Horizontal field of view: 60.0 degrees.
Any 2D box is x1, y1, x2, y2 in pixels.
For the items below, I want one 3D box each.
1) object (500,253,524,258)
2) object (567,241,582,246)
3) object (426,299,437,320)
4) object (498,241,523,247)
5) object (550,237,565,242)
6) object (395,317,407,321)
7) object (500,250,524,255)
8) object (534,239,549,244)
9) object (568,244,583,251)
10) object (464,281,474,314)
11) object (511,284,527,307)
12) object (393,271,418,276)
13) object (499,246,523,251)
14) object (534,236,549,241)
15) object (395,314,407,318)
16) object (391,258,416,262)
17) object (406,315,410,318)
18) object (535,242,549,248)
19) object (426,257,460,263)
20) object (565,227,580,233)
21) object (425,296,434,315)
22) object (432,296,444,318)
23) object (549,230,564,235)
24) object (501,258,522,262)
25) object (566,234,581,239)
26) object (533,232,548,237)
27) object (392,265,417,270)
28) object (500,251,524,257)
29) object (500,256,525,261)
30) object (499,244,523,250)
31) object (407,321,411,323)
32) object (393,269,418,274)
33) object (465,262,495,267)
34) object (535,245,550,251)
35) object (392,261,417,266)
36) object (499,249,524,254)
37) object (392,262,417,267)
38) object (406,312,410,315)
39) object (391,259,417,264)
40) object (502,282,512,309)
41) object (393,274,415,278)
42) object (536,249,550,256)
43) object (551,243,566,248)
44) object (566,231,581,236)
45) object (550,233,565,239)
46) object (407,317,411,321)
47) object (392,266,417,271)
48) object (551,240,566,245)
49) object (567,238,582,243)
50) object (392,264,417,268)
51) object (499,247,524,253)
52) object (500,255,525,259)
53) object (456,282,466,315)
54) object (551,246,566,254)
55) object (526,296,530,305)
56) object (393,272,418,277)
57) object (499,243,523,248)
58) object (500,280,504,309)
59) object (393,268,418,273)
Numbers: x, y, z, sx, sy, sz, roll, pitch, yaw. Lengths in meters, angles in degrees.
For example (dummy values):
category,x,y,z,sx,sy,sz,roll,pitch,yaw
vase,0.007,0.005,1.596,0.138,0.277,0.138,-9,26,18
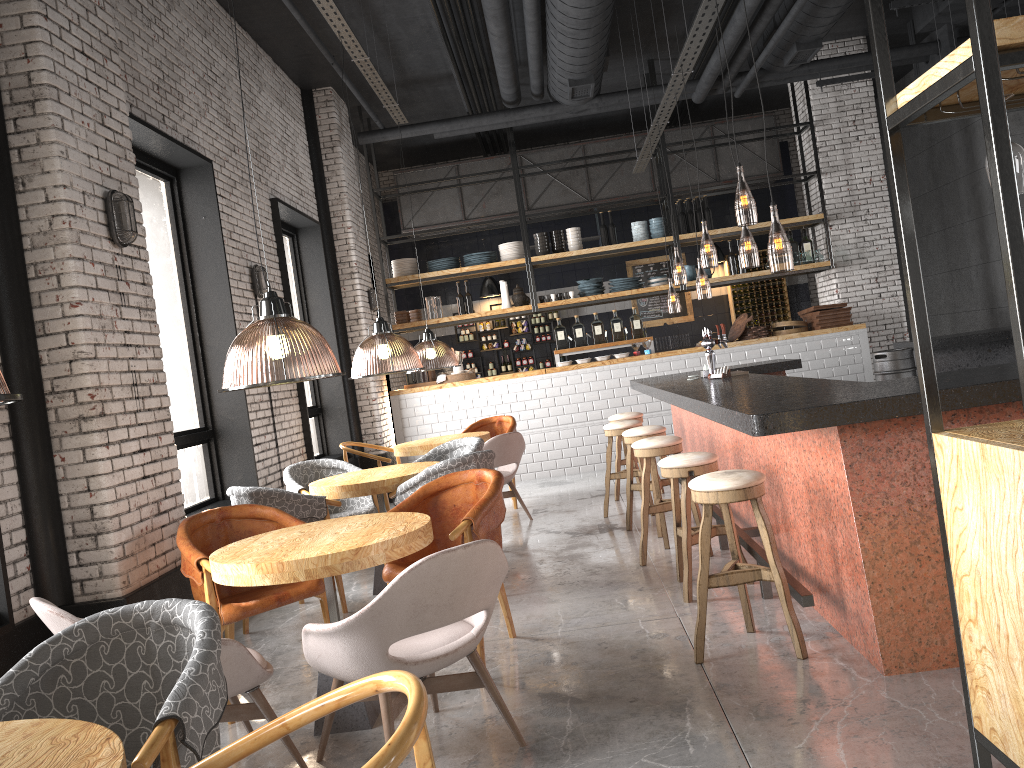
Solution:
category,x,y,z,sx,sy,sz,roll,pitch,yaw
object,0.008,-1.667,11.619,0.335,0.040,0.334,-9,1,-33
object,0.824,-1.804,11.579,0.196,0.104,0.196,-9,1,-21
object,-1.038,-0.966,11.484,0.106,0.264,0.152,-8,0,31
object,-0.013,-1.818,11.620,0.335,0.039,0.334,-9,1,-23
object,0.601,-1.861,11.591,0.196,0.102,0.196,-8,1,13
object,-1.442,-0.845,11.575,0.157,0.053,0.168,-8,1,3
object,0.003,-1.706,11.618,0.335,0.040,0.334,-9,2,-42
object,0.393,-1.831,11.603,0.197,0.100,0.196,-9,1,-31
object,0.833,-1.760,11.578,0.197,0.105,0.196,-9,1,-19
object,-0.582,-1.141,11.801,0.098,0.471,0.098,-8,0,-19
object,0.090,-1.152,11.558,0.196,0.305,0.196,-8,0,41
object,-1.402,-1.446,11.691,0.335,0.039,0.334,-8,1,-10
object,-0.005,-1.760,11.620,0.335,0.041,0.334,-9,1,-28
object,0.391,-1.876,11.601,0.196,0.107,0.197,-8,1,31
object,-1.447,-0.881,11.575,0.157,0.053,0.168,-8,1,3
object,-1.425,-1.616,11.691,0.335,0.039,0.334,-8,1,-6
object,-1.420,-0.890,11.829,0.157,0.053,0.168,-8,1,3
object,0.398,-1.787,11.605,0.196,0.102,0.197,-8,1,32
object,-0.903,-1.619,11.663,0.454,0.050,0.454,-8,1,16
object,0.801,-1.979,11.584,0.196,0.103,0.196,-9,1,-19
object,-1.053,-0.995,11.737,0.126,0.313,0.179,-8,0,36
object,-0.968,-0.989,11.588,0.118,0.293,0.169,-8,0,8
object,0.589,-1.949,11.595,0.197,0.103,0.196,-9,1,-21
object,0.017,-1.609,11.619,0.334,0.033,0.335,-7,2,41
object,0.812,-1.891,11.585,0.196,0.103,0.197,-8,1,19
object,0.377,-1.919,11.605,0.196,0.105,0.197,-8,1,24
object,-1.413,-1.520,11.691,0.334,0.043,0.335,-7,2,42
object,0.006,-1.687,11.620,0.335,0.039,0.334,-9,1,-31
object,0.014,-1.629,11.620,0.335,0.046,0.334,-9,1,-16
object,-0.008,-1.779,11.620,0.335,0.044,0.334,-9,1,-26
object,-1.408,-0.810,11.829,0.157,0.053,0.168,-8,1,3
object,-1.405,-1.466,11.692,0.335,0.044,0.334,-9,1,-30
object,-0.399,-1.547,11.640,0.454,0.033,0.454,-8,1,11
object,0.403,-1.744,11.605,0.197,0.104,0.196,-9,1,-33
object,-1.421,-1.577,11.691,0.335,0.040,0.334,-8,1,-7
object,0.000,-1.721,11.619,0.334,0.039,0.335,-8,1,11
object,-1.418,-1.558,11.691,0.335,0.035,0.334,-9,1,-21
object,-1.425,-0.931,11.829,0.157,0.053,0.168,-8,1,3
object,-1.423,-1.597,11.692,0.335,0.042,0.334,-8,1,-1
object,-0.076,-1.153,11.553,0.132,0.360,0.127,-8,0,28
object,-1.396,-1.407,11.691,0.334,0.033,0.335,-7,2,41
object,0.411,-1.700,11.605,0.196,0.102,0.196,-8,1,15
object,0.614,-1.773,11.594,0.196,0.101,0.197,-8,1,22
object,0.807,-1.935,11.581,0.196,0.100,0.196,-8,1,-1
object,0.595,-1.905,11.591,0.196,0.102,0.196,-8,1,-4
object,-1.414,-0.855,11.829,0.157,0.053,0.168,-8,1,3
object,-1.410,-1.504,11.691,0.334,0.038,0.335,-8,1,28
object,0.610,-1.818,11.589,0.197,0.107,0.196,-9,1,-26
object,0.820,-1.848,11.579,0.196,0.104,0.197,-7,1,38
object,-1.414,-1.539,11.691,0.334,0.038,0.335,-8,1,24
object,-0.003,-1.741,11.619,0.335,0.043,0.334,-8,1,-13
object,0.012,-1.648,11.619,0.335,0.037,0.334,-9,1,-31
object,-0.688,-1.126,11.806,0.098,0.471,0.098,-8,0,-19
object,0.620,-1.730,11.596,0.196,0.104,0.197,-7,1,39
object,0.138,-1.114,11.757,0.203,0.213,0.203,-8,1,41
object,-1.400,-1.427,11.692,0.334,0.042,0.335,-7,2,42
object,-0.011,-1.798,11.619,0.335,0.039,0.334,-9,1,-22
object,-0.106,-1.169,11.705,0.126,0.394,0.127,-8,0,43
object,-1.408,-1.485,11.690,0.335,0.042,0.334,-9,1,-37
